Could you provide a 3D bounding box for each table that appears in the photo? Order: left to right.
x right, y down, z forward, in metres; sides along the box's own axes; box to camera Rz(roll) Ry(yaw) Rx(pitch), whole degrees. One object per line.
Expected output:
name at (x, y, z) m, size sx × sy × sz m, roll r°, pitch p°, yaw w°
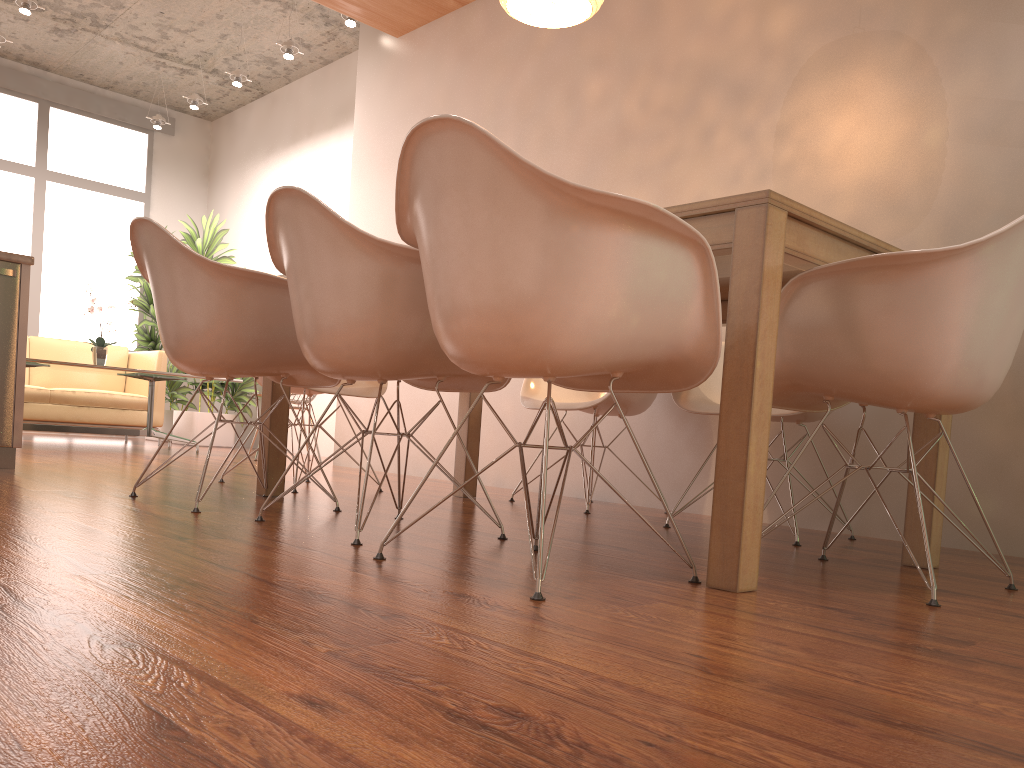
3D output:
table at (-2.986, 0.162, 6.173) m, size 1.871 × 0.561 × 0.940 m, roll 7°, pitch -3°, yaw -43°
table at (0.150, 0.060, 2.877) m, size 1.026 × 0.811 × 2.073 m, roll 5°, pitch -3°, yaw -43°

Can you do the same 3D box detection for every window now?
window at (-6.708, -1.481, 6.248) m, size 8.561 × 3.286 × 0.062 m, roll 7°, pitch 0°, yaw -43°

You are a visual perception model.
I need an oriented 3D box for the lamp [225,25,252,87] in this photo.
lamp at (-2.168, -2.617, 7.025) m, size 0.134 × 0.484 × 0.198 m, roll 4°, pitch 1°, yaw 15°

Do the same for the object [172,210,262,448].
object at (-2.752, -0.474, 8.149) m, size 0.966 × 2.111 × 1.079 m, roll 3°, pitch 1°, yaw -30°

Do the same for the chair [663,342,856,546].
chair at (0.958, 0.111, 3.191) m, size 0.684 × 0.863 × 0.642 m, roll 4°, pitch 0°, yaw 37°

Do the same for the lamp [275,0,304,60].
lamp at (-1.608, -2.613, 6.424) m, size 0.134 × 0.484 × 0.198 m, roll 4°, pitch 1°, yaw 15°

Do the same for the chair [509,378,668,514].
chair at (0.407, 0.114, 3.878) m, size 0.642 × 0.863 × 0.684 m, roll 4°, pitch 0°, yaw -43°

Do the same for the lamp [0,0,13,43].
lamp at (-3.841, -2.760, 6.583) m, size 0.134 × 0.484 × 0.198 m, roll 4°, pitch 1°, yaw 15°

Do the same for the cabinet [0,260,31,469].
cabinet at (-1.759, -0.858, 2.038) m, size 1.913 × 2.281 × 4.244 m, roll 4°, pitch -2°, yaw -43°

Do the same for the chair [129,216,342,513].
chair at (-0.923, -0.039, 2.875) m, size 0.684 × 0.863 × 0.642 m, roll 4°, pitch 0°, yaw 42°

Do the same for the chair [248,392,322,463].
chair at (-1.577, 0.098, 6.292) m, size 0.560 × 0.903 × 0.543 m, roll 4°, pitch 1°, yaw -23°

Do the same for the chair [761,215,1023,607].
chair at (0.927, 0.044, 2.093) m, size 0.642 × 0.863 × 0.683 m, roll 4°, pitch 0°, yaw 42°

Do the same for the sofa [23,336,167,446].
sofa at (-3.843, 0.019, 7.112) m, size 1.801 × 0.839 × 0.878 m, roll 6°, pitch -2°, yaw -43°

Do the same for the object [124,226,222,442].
object at (-3.224, -0.478, 8.634) m, size 1.079 × 2.111 × 0.965 m, roll 4°, pitch 1°, yaw -25°

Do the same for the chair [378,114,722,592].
chair at (0.045, -0.038, 1.861) m, size 0.684 × 0.851 × 0.642 m, roll 4°, pitch 0°, yaw 42°

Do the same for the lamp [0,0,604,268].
lamp at (-1.666, -1.197, 2.904) m, size 3.217 × 1.350 × 3.067 m, roll 6°, pitch -3°, yaw -43°

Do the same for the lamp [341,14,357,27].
lamp at (0.449, -1.259, 2.168) m, size 0.445 × 3.403 × 8.223 m, roll 3°, pitch -2°, yaw -25°

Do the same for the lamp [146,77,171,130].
lamp at (-3.287, -2.624, 8.225) m, size 0.134 × 0.484 × 0.198 m, roll 4°, pitch 1°, yaw 15°

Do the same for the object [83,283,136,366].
object at (-2.866, -0.406, 6.188) m, size 0.370 × 0.591 × 0.297 m, roll 5°, pitch 1°, yaw 41°

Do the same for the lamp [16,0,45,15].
lamp at (-3.282, -2.757, 5.983) m, size 0.134 × 0.484 × 0.198 m, roll 4°, pitch 1°, yaw 15°

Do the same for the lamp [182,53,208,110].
lamp at (-2.727, -2.620, 7.625) m, size 0.134 × 0.484 × 0.198 m, roll 4°, pitch 1°, yaw 15°

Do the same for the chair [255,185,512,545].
chair at (-0.374, -0.028, 2.419) m, size 0.684 × 0.863 × 0.642 m, roll 4°, pitch 0°, yaw 42°

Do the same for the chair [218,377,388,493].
chair at (-0.927, 0.021, 3.894) m, size 0.643 × 0.863 × 0.683 m, roll 4°, pitch 0°, yaw 32°
